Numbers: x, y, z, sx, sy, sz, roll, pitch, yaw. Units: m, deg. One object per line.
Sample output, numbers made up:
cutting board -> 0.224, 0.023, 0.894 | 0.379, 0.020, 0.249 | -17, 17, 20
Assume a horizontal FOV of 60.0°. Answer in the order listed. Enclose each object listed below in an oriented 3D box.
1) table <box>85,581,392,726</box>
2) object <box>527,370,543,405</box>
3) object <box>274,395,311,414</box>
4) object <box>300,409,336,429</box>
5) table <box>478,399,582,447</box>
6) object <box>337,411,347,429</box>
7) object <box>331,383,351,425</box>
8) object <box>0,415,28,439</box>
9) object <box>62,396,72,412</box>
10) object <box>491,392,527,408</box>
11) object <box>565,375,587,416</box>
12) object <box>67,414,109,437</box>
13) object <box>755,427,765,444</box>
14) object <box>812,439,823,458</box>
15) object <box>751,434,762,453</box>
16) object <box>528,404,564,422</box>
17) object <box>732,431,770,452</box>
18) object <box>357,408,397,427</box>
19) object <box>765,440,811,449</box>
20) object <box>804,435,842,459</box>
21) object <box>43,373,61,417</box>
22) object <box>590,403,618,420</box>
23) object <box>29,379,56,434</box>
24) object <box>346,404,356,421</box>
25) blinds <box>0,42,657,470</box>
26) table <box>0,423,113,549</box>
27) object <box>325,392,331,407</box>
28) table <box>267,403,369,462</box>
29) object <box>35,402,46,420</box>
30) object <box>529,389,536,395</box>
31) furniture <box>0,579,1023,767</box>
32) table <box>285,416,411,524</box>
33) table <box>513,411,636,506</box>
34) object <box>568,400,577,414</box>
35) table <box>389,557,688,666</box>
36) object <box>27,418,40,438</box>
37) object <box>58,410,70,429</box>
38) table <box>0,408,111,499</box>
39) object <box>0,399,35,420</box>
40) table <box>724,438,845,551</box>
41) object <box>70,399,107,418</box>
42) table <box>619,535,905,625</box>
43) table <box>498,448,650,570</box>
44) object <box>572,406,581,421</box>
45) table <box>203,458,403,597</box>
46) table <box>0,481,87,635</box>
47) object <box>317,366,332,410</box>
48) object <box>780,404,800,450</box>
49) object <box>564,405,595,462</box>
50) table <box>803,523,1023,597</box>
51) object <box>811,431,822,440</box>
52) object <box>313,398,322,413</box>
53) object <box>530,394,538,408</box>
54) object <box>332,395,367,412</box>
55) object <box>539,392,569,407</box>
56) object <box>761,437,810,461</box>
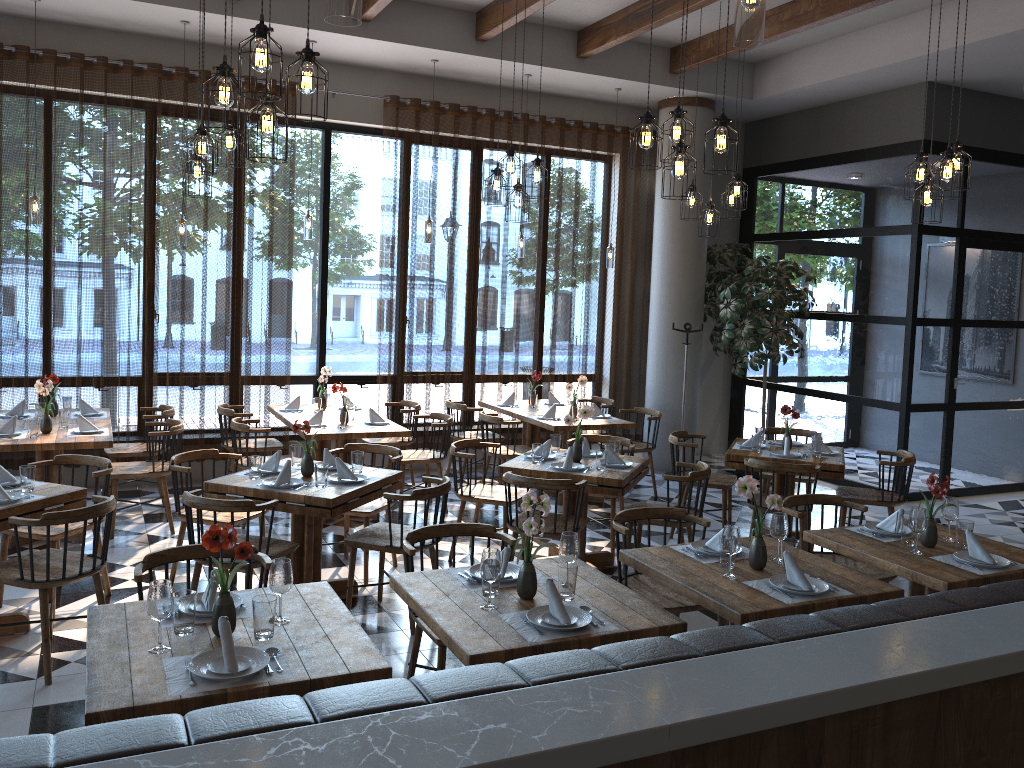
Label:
table -> -0.945, 1.204, 2.940 | 0.850, 0.762, 0.853 | 0, 5, -25
object -> 0.243, 0.041, 9.076 | 0.156, 0.354, 0.171 | 6, 5, 41
object -> -1.992, 0.172, 8.036 | 0.272, 0.137, 0.353 | 0, 6, -25
object -> -1.614, 0.272, 7.234 | 0.272, 0.137, 0.353 | 0, 6, -25
table -> 0.194, 0.599, 9.087 | 0.850, 0.762, 0.853 | 0, 5, -25
object -> -1.377, 0.292, 7.161 | 0.080, 0.132, 0.080 | -1, 6, -40
object -> -1.421, 0.161, 7.327 | 0.156, 0.354, 0.171 | 6, 6, 43
object -> -3.602, 0.293, 6.297 | 0.272, 0.137, 0.353 | 0, 6, -25
object -> -3.737, 0.169, 7.443 | 0.080, 0.132, 0.080 | 2, 4, 0
object -> -0.036, 0.151, 8.958 | 0.272, 0.137, 0.353 | 0, 6, -25
object -> 0.598, 0.118, 8.260 | 0.206, 0.399, 0.147 | 0, 5, -33
object -> -3.122, 0.288, 6.529 | 0.272, 0.137, 0.353 | 0, 6, -25
object -> 2.019, 0.418, 7.219 | 0.080, 0.132, 0.080 | 6, 6, 40
object -> 2.294, 0.488, 6.665 | 0.080, 0.132, 0.080 | 2, 4, 0
object -> 1.875, 0.457, 6.802 | 0.080, 0.132, 0.080 | 1, 4, -10
object -> 0.341, 0.251, 8.156 | 0.272, 0.137, 0.353 | 0, 6, -25
object -> 1.905, 0.432, 7.027 | 0.272, 0.137, 0.353 | 4, 6, 20
object -> -1.135, 0.266, 7.467 | 0.272, 0.137, 0.353 | 0, 6, -25
object -> 2.244, 0.428, 7.194 | 0.352, 0.137, 0.273 | 4, 6, 20
object -> 2.408, 0.470, 6.853 | 0.272, 0.137, 0.353 | 4, 6, 20
object -> -3.731, 0.088, 7.157 | 0.156, 0.354, 0.171 | 2, 4, -3
object -> 0.821, 0.245, 8.389 | 0.272, 0.137, 0.353 | 0, 6, -25
object -> -3.383, 0.160, 6.395 | 0.207, 0.399, 0.146 | 5, 5, 29
object -> -1.383, 0.245, 7.595 | 0.080, 0.132, 0.080 | -1, 6, -40
blinds -> -1.717, -1.072, 8.688 | 7.264, 3.572, 0.160 | 0, 4, -25
table -> -3.384, 0.737, 6.455 | 0.850, 0.762, 0.853 | 0, 5, -25
object -> -1.752, 0.148, 8.379 | 0.080, 0.132, 0.080 | 3, 4, 10
table -> -1.756, 0.619, 8.167 | 0.850, 0.762, 0.853 | 0, 5, -25
object -> -3.731, 0.216, 7.008 | 0.080, 0.132, 0.080 | 2, 4, 0
object -> 0.211, 0.127, 9.304 | 0.080, 0.132, 0.080 | 1, 4, -10
furniture -> 0.872, 1.076, 2.995 | 6.586, 1.147, 1.924 | -1, 6, -25
table -> -1.392, 0.715, 7.395 | 0.850, 0.762, 0.853 | 0, 5, -25
table -> 0.558, 0.694, 8.314 | 0.850, 0.762, 0.853 | 0, 5, -25
object -> 0.579, 0.224, 8.521 | 0.080, 0.132, 0.080 | -1, 6, -40
table -> 0.053, 1.194, 3.410 | 0.850, 0.762, 0.853 | 0, 5, -25
object -> -3.362, 0.313, 6.225 | 0.080, 0.132, 0.080 | -1, 6, -40
object -> -3.368, 0.267, 6.659 | 0.080, 0.132, 0.080 | -1, 6, -40
table -> -3.747, 0.641, 7.228 | 0.850, 0.762, 0.853 | 0, 5, -25
object -> -3.979, 0.194, 7.099 | 0.272, 0.137, 0.353 | 0, 6, -25
table -> 2.136, 0.899, 6.964 | 0.865, 0.762, 0.866 | 4, 5, 20
object -> -3.500, 0.188, 7.331 | 0.272, 0.137, 0.353 | 0, 6, -25
table -> 1.039, 1.183, 3.875 | 0.850, 0.762, 0.853 | 0, 5, -25
table -> 0.436, 0.917, 6.162 | 0.865, 0.762, 0.866 | 4, 5, 20
object -> 0.586, 0.271, 8.087 | 0.080, 0.132, 0.080 | -1, 6, -40
table -> -1.246, 0.935, 5.369 | 0.865, 0.762, 0.866 | 4, 5, 20
table -> -2.874, 0.953, 4.601 | 0.865, 0.762, 0.866 | 4, 5, 20
object -> -1.715, 0.039, 8.150 | 0.146, 0.399, 0.207 | 1, 4, -22
object -> 2.179, 0.340, 6.962 | 0.156, 0.354, 0.171 | 4, 4, 22
object -> 0.458, 0.341, 6.103 | 0.206, 0.399, 0.147 | 1, 4, -14
table -> 2.037, 1.172, 4.346 | 0.850, 0.762, 0.853 | 0, 5, -25
object -> 2.428, 0.450, 7.075 | 0.080, 0.132, 0.080 | 2, 4, 0
object -> -1.746, 0.194, 7.944 | 0.080, 0.132, 0.080 | 3, 4, 10
object -> 0.217, 0.173, 8.870 | 0.080, 0.132, 0.080 | 1, 4, -10
object -> -1.512, 0.167, 8.269 | 0.272, 0.137, 0.353 | 0, 6, -25
object -> 0.443, 0.146, 9.191 | 0.272, 0.137, 0.353 | 0, 6, -25
object -> 2.069, 0.474, 6.686 | 0.352, 0.137, 0.273 | 4, 6, 20
